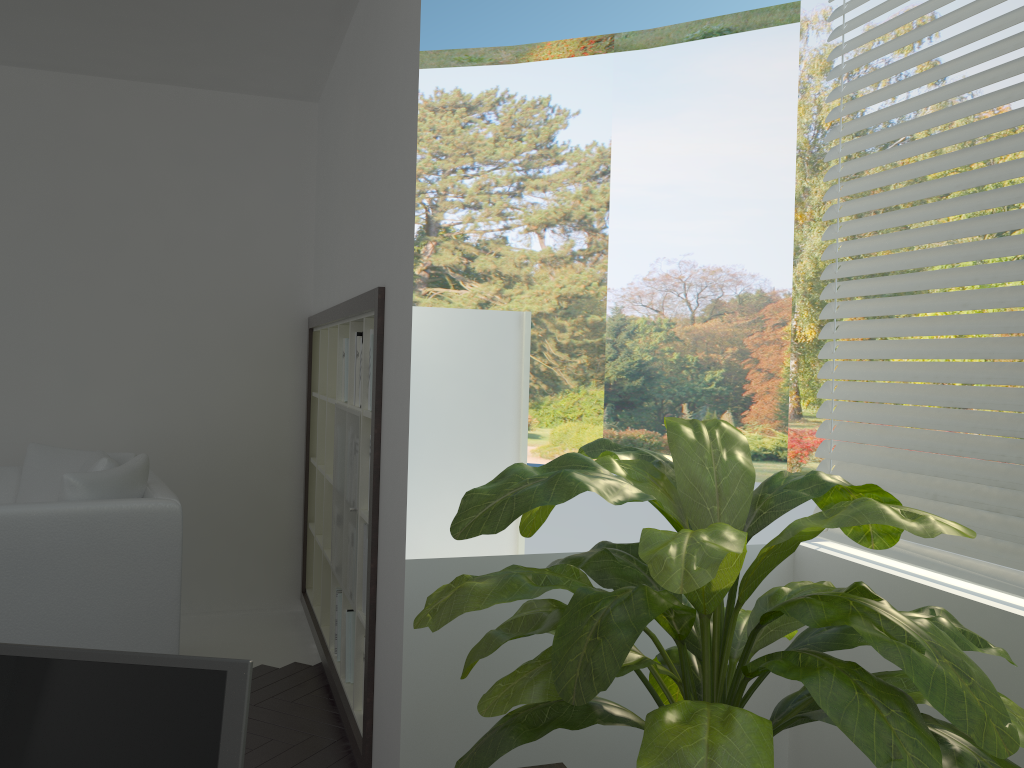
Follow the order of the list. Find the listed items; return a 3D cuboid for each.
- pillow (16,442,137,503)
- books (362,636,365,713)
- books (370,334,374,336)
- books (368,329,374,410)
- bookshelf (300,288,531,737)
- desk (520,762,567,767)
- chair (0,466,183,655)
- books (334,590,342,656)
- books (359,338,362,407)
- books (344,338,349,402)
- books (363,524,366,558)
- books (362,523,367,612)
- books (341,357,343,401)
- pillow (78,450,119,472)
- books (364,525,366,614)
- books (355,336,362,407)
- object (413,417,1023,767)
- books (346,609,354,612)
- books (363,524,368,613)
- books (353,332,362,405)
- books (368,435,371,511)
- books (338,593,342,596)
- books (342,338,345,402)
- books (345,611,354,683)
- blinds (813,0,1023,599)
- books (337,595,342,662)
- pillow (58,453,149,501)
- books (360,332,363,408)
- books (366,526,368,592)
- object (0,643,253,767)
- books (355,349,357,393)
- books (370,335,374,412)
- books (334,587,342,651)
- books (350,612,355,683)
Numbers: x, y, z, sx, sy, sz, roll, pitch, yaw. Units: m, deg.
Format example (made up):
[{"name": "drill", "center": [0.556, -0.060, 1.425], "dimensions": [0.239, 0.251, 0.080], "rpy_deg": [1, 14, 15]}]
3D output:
[{"name": "pillow", "center": [-1.839, 0.511, 3.732], "dimensions": [0.497, 0.504, 0.235], "rpy_deg": [2, 0, 2]}, {"name": "books", "center": [-0.411, 0.995, 3.059], "dimensions": [0.207, 0.258, 0.040], "rpy_deg": [1, 0, -18]}, {"name": "books", "center": [-0.377, -0.036, 3.006], "dimensions": [0.207, 0.259, 0.060], "rpy_deg": [1, 0, -18]}, {"name": "books", "center": [-0.389, -0.046, 3.054], "dimensions": [0.207, 0.275, 0.040], "rpy_deg": [1, 0, -18]}, {"name": "bookshelf", "center": [-0.528, 0.431, 3.766], "dimensions": [0.501, 1.496, 2.100], "rpy_deg": [2, 1, -18]}, {"name": "desk", "center": [-0.638, 0.921, 0.605], "dimensions": [1.812, 0.698, 0.975], "rpy_deg": [1, 1, -18]}, {"name": "chair", "center": [-1.831, 0.772, 3.358], "dimensions": [0.944, 0.816, 1.156], "rpy_deg": [1, 1, -28]}, {"name": "books", "center": [-0.622, 0.978, 3.651], "dimensions": [0.207, 0.258, 0.040], "rpy_deg": [1, 0, -18]}, {"name": "books", "center": [-0.455, -0.040, 3.255], "dimensions": [0.207, 0.251, 0.040], "rpy_deg": [1, 0, -18]}, {"name": "books", "center": [-0.575, -0.054, 3.602], "dimensions": [0.207, 0.259, 0.060], "rpy_deg": [1, 0, -18]}, {"name": "books", "center": [-0.402, 0.626, 3.044], "dimensions": [0.219, 0.302, 0.032], "rpy_deg": [1, 0, -19]}, {"name": "books", "center": [-0.409, 0.628, 3.060], "dimensions": [0.211, 0.297, 0.032], "rpy_deg": [1, 0, -19]}, {"name": "books", "center": [-0.603, -0.057, 3.694], "dimensions": [0.207, 0.258, 0.040], "rpy_deg": [1, 0, -18]}, {"name": "pillow", "center": [-1.666, 0.496, 3.467], "dimensions": [0.255, 0.467, 0.532], "rpy_deg": [1, 1, -28]}, {"name": "books", "center": [-0.399, 0.629, 3.034], "dimensions": [0.211, 0.297, 0.032], "rpy_deg": [1, 0, -19]}, {"name": "books", "center": [-0.474, -0.045, 3.292], "dimensions": [0.207, 0.258, 0.040], "rpy_deg": [1, 0, -18]}, {"name": "object", "center": [0.393, 0.676, 1.705], "dimensions": [1.026, 1.198, 1.121], "rpy_deg": [1, 1, -40]}, {"name": "books", "center": [-0.528, 0.984, 3.374], "dimensions": [0.207, 0.259, 0.060], "rpy_deg": [1, 0, -18]}, {"name": "books", "center": [-0.398, 0.627, 3.028], "dimensions": [0.216, 0.301, 0.032], "rpy_deg": [1, 0, -19]}, {"name": "books", "center": [-0.495, -0.056, 3.373], "dimensions": [0.207, 0.275, 0.040], "rpy_deg": [1, 0, -18]}, {"name": "books", "center": [-0.388, 0.304, 3.050], "dimensions": [0.207, 0.258, 0.040], "rpy_deg": [1, 0, -18]}, {"name": "books", "center": [-0.605, 0.978, 3.604], "dimensions": [0.207, 0.259, 0.060], "rpy_deg": [1, 0, -18]}, {"name": "books", "center": [-0.593, -0.055, 3.647], "dimensions": [0.207, 0.258, 0.040], "rpy_deg": [1, 0, -18]}, {"name": "books", "center": [-0.524, 0.987, 3.348], "dimensions": [0.207, 0.258, 0.058], "rpy_deg": [1, 0, -18]}, {"name": "blinds", "center": [1.566, -1.613, 0.762], "dimensions": [1.219, 4.265, 3.918], "rpy_deg": [2, 1, 0]}, {"name": "books", "center": [-0.600, 0.980, 3.578], "dimensions": [0.207, 0.258, 0.058], "rpy_deg": [1, 0, -18]}, {"name": "pillow", "center": [-1.498, 0.505, 3.205], "dimensions": [0.257, 0.473, 0.465], "rpy_deg": [2, 1, 9]}, {"name": "books", "center": [-0.440, -0.049, 3.204], "dimensions": [0.207, 0.272, 0.053], "rpy_deg": [1, 0, -18]}, {"name": "books", "center": [-0.390, 0.630, 3.008], "dimensions": [0.211, 0.297, 0.032], "rpy_deg": [1, 0, -19]}, {"name": "object", "center": [-0.480, 0.427, 0.789], "dimensions": [0.380, 0.288, 0.320], "rpy_deg": [2, 1, 7]}, {"name": "books", "center": [-0.482, -0.046, 3.333], "dimensions": [0.207, 0.258, 0.040], "rpy_deg": [1, 0, -18]}, {"name": "books", "center": [-0.373, -0.034, 2.980], "dimensions": [0.207, 0.258, 0.058], "rpy_deg": [1, 0, -18]}, {"name": "books", "center": [-0.632, 0.977, 3.697], "dimensions": [0.207, 0.258, 0.040], "rpy_deg": [1, 0, -18]}, {"name": "books", "center": [-0.503, 0.986, 3.337], "dimensions": [0.207, 0.258, 0.058], "rpy_deg": [1, 0, -18]}]
